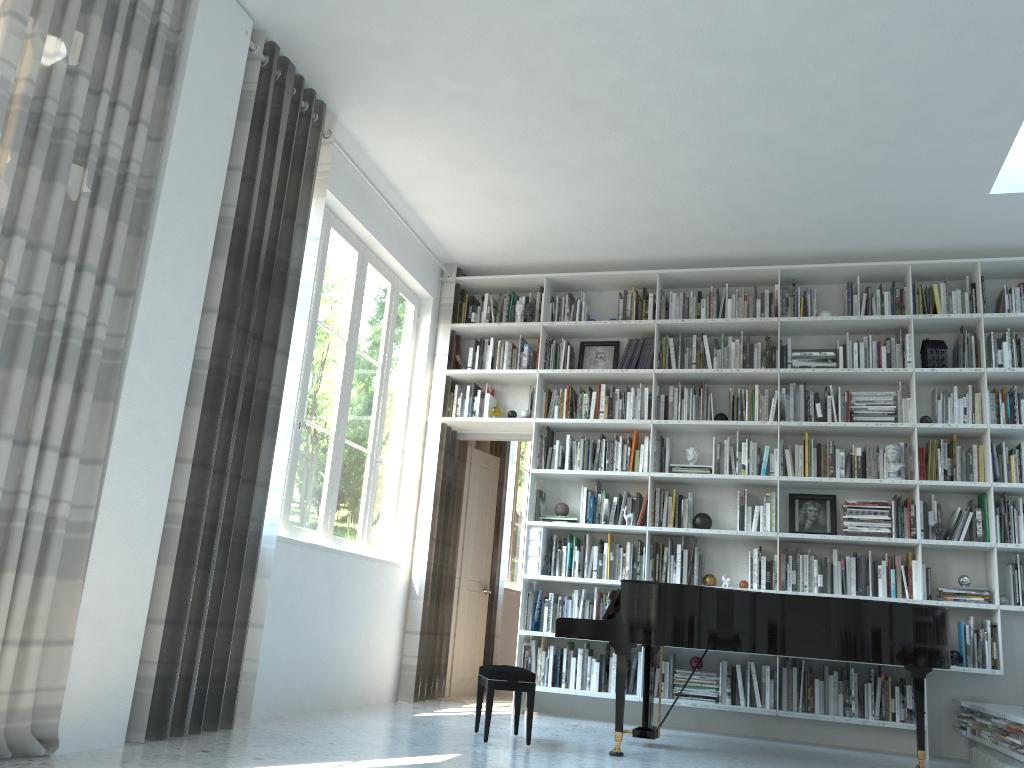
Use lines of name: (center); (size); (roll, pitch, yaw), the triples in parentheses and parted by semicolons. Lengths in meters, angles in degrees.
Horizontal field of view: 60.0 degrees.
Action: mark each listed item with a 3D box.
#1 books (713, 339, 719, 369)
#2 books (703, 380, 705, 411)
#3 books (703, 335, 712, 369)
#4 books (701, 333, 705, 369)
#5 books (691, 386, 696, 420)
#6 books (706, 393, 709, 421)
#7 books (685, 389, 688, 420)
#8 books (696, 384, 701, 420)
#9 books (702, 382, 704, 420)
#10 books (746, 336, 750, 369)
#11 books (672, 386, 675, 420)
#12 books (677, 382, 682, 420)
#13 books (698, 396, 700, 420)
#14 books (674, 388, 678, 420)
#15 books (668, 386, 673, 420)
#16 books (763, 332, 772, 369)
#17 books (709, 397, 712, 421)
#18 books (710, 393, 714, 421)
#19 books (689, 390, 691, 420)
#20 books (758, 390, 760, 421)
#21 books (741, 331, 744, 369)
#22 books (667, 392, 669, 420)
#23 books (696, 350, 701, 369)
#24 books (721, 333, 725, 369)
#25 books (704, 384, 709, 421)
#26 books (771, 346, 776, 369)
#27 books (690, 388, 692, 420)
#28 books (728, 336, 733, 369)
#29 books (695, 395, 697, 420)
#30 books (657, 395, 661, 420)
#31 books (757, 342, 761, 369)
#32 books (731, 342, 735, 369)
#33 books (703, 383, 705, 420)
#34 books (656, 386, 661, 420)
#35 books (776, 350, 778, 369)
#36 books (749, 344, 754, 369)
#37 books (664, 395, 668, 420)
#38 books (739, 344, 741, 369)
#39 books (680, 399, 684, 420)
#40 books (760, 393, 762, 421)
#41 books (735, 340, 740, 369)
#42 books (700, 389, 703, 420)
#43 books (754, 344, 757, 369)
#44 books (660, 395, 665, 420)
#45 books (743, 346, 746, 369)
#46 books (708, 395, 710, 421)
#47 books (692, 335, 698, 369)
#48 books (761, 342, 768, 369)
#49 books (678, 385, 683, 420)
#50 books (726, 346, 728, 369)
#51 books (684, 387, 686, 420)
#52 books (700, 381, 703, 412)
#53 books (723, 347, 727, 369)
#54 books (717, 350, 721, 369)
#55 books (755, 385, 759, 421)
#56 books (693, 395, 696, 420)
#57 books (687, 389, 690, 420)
books: (1.458, -0.172, 6.336); (0.027, 0.264, 0.169); (0, -16, 17)
books: (1.360, 0.149, 6.276); (0.005, 0.330, 0.162); (0, -15, 17)
books: (1.406, -0.186, 6.339); (0.075, 0.284, 0.179); (0, -16, 17)
books: (1.371, -0.194, 6.379); (0.013, 0.314, 0.135); (0, -15, 17)
books: (1.286, 0.170, 6.277); (0.011, 0.278, 0.169); (0, -15, 17)
books: (1.385, 0.198, 6.267); (0.009, 0.236, 0.135); (0, -15, 17)
books: (1.242, 0.180, 6.273); (0.012, 0.251, 0.184); (0, -16, 17)
books: (1.317, 0.164, 6.267); (0.011, 0.290, 0.177); (0, -15, 17)
books: (1.355, 0.157, 6.278); (0.005, 0.315, 0.157); (0, -15, 17)
books: (1.674, -0.182, 6.285); (0.022, 0.289, 0.147); (0, -15, 17)
books: (1.157, 0.171, 6.314); (0.012, 0.275, 0.157); (0, -15, 17)
books: (1.196, 0.156, 6.322); (0.011, 0.316, 0.155); (0, -15, 17)
books: (1.332, 0.206, 6.278); (0.012, 0.216, 0.133); (0, -15, 17)
books: (1.174, 0.178, 6.308); (0.024, 0.261, 0.178); (0, -16, 17)
books: (1.141, 0.171, 6.323); (0.026, 0.278, 0.151); (0, -15, 17)
books: (1.793, -0.193, 6.231); (0.058, 0.301, 0.175); (0, -15, 17)
books: (1.400, 0.209, 6.251); (0.004, 0.209, 0.132); (0, -16, 17)
books: (1.414, 0.196, 6.242); (0.031, 0.231, 0.148); (0, -16, 17)
books: (1.269, 0.184, 6.289); (0.011, 0.255, 0.152); (0, -15, 17)
books: (1.716, 0.183, 6.154); (0.010, 0.256, 0.140); (0, -15, 17)
books: (1.630, -0.199, 6.278); (0.011, 0.312, 0.184); (0, -15, 17)
books: (1.123, 0.192, 6.330); (0.012, 0.239, 0.134); (0, -15, 17)
books: (1.341, -0.131, 6.361); (0.034, 0.180, 0.160); (0, -16, 17)
books: (1.503, -0.195, 6.322); (0.012, 0.307, 0.145); (0, -15, 17)
books: (1.369, 0.164, 6.245); (0.011, 0.286, 0.189); (0, -16, 17)
books: (1.837, -0.143, 6.230); (0.028, 0.211, 0.135); (0, -16, 17)
books: (1.274, 0.177, 6.272); (0.009, 0.260, 0.181); (0, -16, 17)
books: (1.556, -0.181, 6.315); (0.026, 0.285, 0.138); (0, -15, 17)
books: (1.310, 0.200, 6.280); (0.011, 0.226, 0.130); (0, -15, 17)
books: (1.055, 0.204, 6.335); (0.015, 0.207, 0.186); (0, -16, 17)
books: (1.743, -0.156, 6.256); (0.024, 0.236, 0.153); (0, -16, 17)
books: (1.570, -0.159, 6.279); (0.021, 0.225, 0.192); (0, -16, 17)
books: (1.364, 0.161, 6.270); (0.005, 0.304, 0.163); (0, -15, 17)
books: (1.050, 0.172, 6.364); (0.012, 0.284, 0.160); (0, -15, 17)
books: (1.861, -0.132, 6.227); (0.019, 0.193, 0.098); (0, -15, 17)
books: (1.690, -0.152, 6.250); (0.030, 0.217, 0.183); (0, -16, 17)
books: (1.109, 0.205, 6.345); (0.024, 0.218, 0.140); (0, -16, 17)
books: (1.617, -0.157, 6.281); (0.013, 0.230, 0.142); (0, -15, 17)
books: (1.218, 0.217, 6.294); (0.029, 0.186, 0.149); (0, -16, 17)
books: (1.726, 0.198, 6.151); (0.011, 0.229, 0.166); (0, -16, 17)
books: (1.600, -0.170, 6.293); (0.028, 0.260, 0.136); (0, -15, 17)
books: (1.343, 0.180, 6.261); (0.010, 0.261, 0.158); (0, -15, 17)
books: (1.716, -0.154, 6.247); (0.022, 0.222, 0.161); (0, -16, 17)
books: (1.084, 0.203, 6.354); (0.029, 0.224, 0.137); (0, -15, 17)
books: (1.648, -0.145, 6.280); (0.024, 0.213, 0.150); (0, -16, 17)
books: (1.393, 0.205, 6.256); (0.012, 0.217, 0.151); (0, -16, 17)
books: (1.316, -0.188, 6.374); (0.023, 0.292, 0.156); (0, -15, 17)
books: (1.777, -0.174, 6.230); (0.055, 0.263, 0.167); (0, -16, 17)
books: (1.199, 0.166, 6.295); (0.010, 0.282, 0.184); (0, -16, 17)
books: (1.532, -0.147, 6.299); (0.010, 0.208, 0.174); (0, -16, 17)
books: (1.232, 0.174, 6.275); (0.009, 0.262, 0.190); (0, -16, 17)
books: (1.340, 0.153, 6.278); (0.004, 0.320, 0.153); (0, -15, 17)
books: (1.523, -0.142, 6.328); (0.024, 0.211, 0.128); (0, -15, 17)
books: (1.479, -0.133, 6.311); (0.028, 0.179, 0.168); (0, -16, 17)
books: (1.699, 0.168, 6.156); (0.022, 0.284, 0.190); (0, -16, 17)
books: (1.291, 0.202, 6.258); (0.011, 0.208, 0.181); (0, -16, 17)
books: (1.259, 0.181, 6.293); (0.010, 0.261, 0.170); (0, -16, 17)
